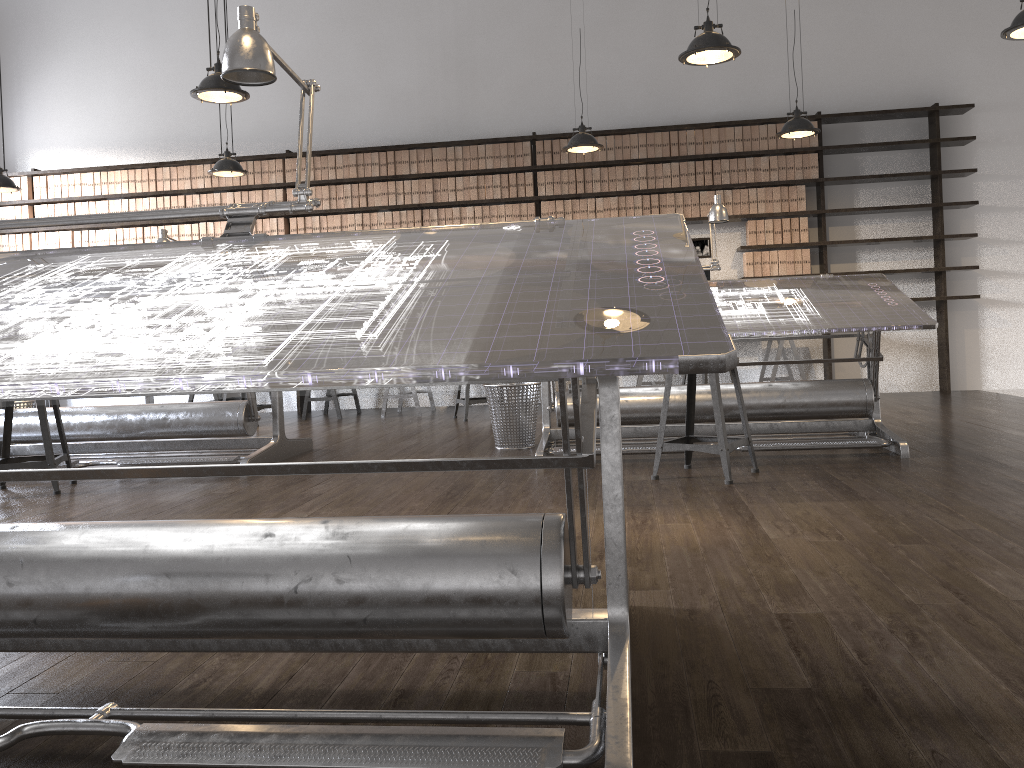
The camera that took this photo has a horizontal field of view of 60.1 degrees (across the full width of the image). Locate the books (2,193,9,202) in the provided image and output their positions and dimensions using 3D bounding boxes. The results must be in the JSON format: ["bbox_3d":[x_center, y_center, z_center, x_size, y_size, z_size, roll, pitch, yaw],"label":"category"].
[{"bbox_3d":[-4.920,-1.893,8.692,0.066,0.225,0.174,-2,1,7],"label":"books"}]

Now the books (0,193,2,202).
[{"bbox_3d":[-4.990,-1.890,8.697,0.066,0.225,0.174,-2,1,7],"label":"books"}]

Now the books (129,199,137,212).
[{"bbox_3d":[-3.603,-1.658,8.526,0.066,0.225,0.175,-2,1,7],"label":"books"}]

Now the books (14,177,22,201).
[{"bbox_3d":[-4.782,-1.898,8.668,0.067,0.226,0.175,-2,1,7],"label":"books"}]

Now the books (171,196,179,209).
[{"bbox_3d":[-3.184,-1.673,8.474,0.066,0.225,0.175,-2,1,7],"label":"books"}]

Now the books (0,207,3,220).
[{"bbox_3d":[-4.970,-1.613,8.697,0.066,0.225,0.175,-2,1,7],"label":"books"}]

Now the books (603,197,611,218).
[{"bbox_3d":[0.857,-1.552,7.965,0.066,0.225,0.175,-2,1,7],"label":"books"}]

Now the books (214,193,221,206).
[{"bbox_3d":[-2.759,-1.688,8.414,0.067,0.226,0.175,-2,1,7],"label":"books"}]

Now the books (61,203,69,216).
[{"bbox_3d":[-4.299,-1.632,8.615,0.066,0.225,0.175,-2,1,7],"label":"books"}]

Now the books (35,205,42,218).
[{"bbox_3d":[-4.570,-1.622,8.646,0.066,0.225,0.174,-2,1,7],"label":"books"}]

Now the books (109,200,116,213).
[{"bbox_3d":[-3.807,-1.650,8.551,0.066,0.225,0.175,-2,1,7],"label":"books"}]

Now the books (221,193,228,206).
[{"bbox_3d":[-2.692,-1.691,8.410,0.066,0.225,0.175,-2,1,7],"label":"books"}]

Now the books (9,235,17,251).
[{"bbox_3d":[-4.840,-1.345,8.686,0.066,0.225,0.175,-2,1,7],"label":"books"}]

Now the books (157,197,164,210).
[{"bbox_3d":[-3.322,-1.668,8.485,0.067,0.226,0.175,-2,1,7],"label":"books"}]

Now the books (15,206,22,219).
[{"bbox_3d":[-4.774,-1.621,8.675,0.066,0.225,0.175,-2,1,7],"label":"books"}]

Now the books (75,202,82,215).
[{"bbox_3d":[-4.151,-1.638,8.597,0.066,0.225,0.175,-2,1,7],"label":"books"}]

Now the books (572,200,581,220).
[{"bbox_3d":[0.584,-1.542,8.001,0.066,0.225,0.174,-2,1,7],"label":"books"}]

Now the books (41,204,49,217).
[{"bbox_3d":[-4.499,-1.625,8.634,0.066,0.225,0.175,-2,1,7],"label":"books"}]

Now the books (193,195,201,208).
[{"bbox_3d":[-2.966,-1.681,8.442,0.066,0.225,0.174,-2,1,7],"label":"books"}]

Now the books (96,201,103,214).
[{"bbox_3d":[-3.940,-1.646,8.569,0.066,0.225,0.175,-2,1,7],"label":"books"}]

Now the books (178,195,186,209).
[{"bbox_3d":[-3.111,-1.676,8.460,0.067,0.226,0.175,-2,1,7],"label":"books"}]

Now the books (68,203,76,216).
[{"bbox_3d":[-4.226,-1.635,8.600,0.067,0.226,0.175,-2,1,7],"label":"books"}]

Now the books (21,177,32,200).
[{"bbox_3d":[-4.710,-1.900,8.661,0.066,0.225,0.175,-2,1,7],"label":"books"}]

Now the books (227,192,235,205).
[{"bbox_3d":[-2.630,-1.693,8.401,0.066,0.225,0.175,-2,1,7],"label":"books"}]

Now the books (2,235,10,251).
[{"bbox_3d":[-4.911,-1.342,8.690,0.066,0.225,0.174,-2,1,7],"label":"books"}]

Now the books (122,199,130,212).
[{"bbox_3d":[-3.674,-1.655,8.531,0.067,0.226,0.175,-2,1,7],"label":"books"}]

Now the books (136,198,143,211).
[{"bbox_3d":[-3.534,-1.660,8.519,0.066,0.225,0.174,-2,1,7],"label":"books"}]

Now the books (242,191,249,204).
[{"bbox_3d":[-2.488,-1.699,8.385,0.066,0.225,0.175,-2,1,7],"label":"books"}]

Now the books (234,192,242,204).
[{"bbox_3d":[-2.558,-1.696,8.390,0.067,0.226,0.175,-2,1,7],"label":"books"}]

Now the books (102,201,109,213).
[{"bbox_3d":[-3.874,-1.648,8.555,0.067,0.226,0.175,-2,1,7],"label":"books"}]

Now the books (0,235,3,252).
[{"bbox_3d":[-4.981,-1.339,8.703,0.066,0.225,0.174,-2,1,7],"label":"books"}]

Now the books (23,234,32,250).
[{"bbox_3d":[-4.693,-1.350,8.667,0.066,0.225,0.175,-2,1,7],"label":"books"}]

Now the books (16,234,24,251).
[{"bbox_3d":[-4.767,-1.347,8.671,0.067,0.226,0.175,-2,1,7],"label":"books"}]

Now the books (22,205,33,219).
[{"bbox_3d":[-4.704,-1.623,8.666,0.066,0.225,0.174,-2,1,7],"label":"books"}]

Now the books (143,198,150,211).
[{"bbox_3d":[-3.465,-1.663,8.507,0.066,0.225,0.174,-2,1,7],"label":"books"}]

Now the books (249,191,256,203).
[{"bbox_3d":[-2.419,-1.701,8.378,0.066,0.225,0.174,-2,1,7],"label":"books"}]

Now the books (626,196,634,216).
[{"bbox_3d":[1.061,-1.560,7.940,0.066,0.225,0.174,-2,1,7],"label":"books"}]

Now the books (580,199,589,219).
[{"bbox_3d":[0.653,-1.545,7.991,0.066,0.225,0.175,-2,1,7],"label":"books"}]

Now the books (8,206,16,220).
[{"bbox_3d":[-4.842,-1.618,8.677,0.067,0.226,0.175,-2,1,7],"label":"books"}]

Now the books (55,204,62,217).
[{"bbox_3d":[-4.364,-1.630,8.621,0.066,0.225,0.175,-2,1,7],"label":"books"}]

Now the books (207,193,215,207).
[{"bbox_3d":[-2.825,-1.686,8.428,0.066,0.225,0.175,-2,1,7],"label":"books"}]

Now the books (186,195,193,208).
[{"bbox_3d":[-3.036,-1.679,8.456,0.066,0.225,0.175,-2,1,7],"label":"books"}]

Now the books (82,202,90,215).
[{"bbox_3d":[-4.081,-1.640,8.583,0.066,0.225,0.174,-2,1,7],"label":"books"}]

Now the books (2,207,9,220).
[{"bbox_3d":[-4.908,-1.616,8.690,0.066,0.225,0.175,-2,1,7],"label":"books"}]

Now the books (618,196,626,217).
[{"bbox_3d":[0.990,-1.557,7.949,0.066,0.225,0.175,-2,1,7],"label":"books"}]

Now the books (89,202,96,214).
[{"bbox_3d":[-4.010,-1.643,8.578,0.066,0.225,0.174,-2,1,7],"label":"books"}]

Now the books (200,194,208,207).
[{"bbox_3d":[-2.895,-1.684,8.437,0.066,0.225,0.174,-2,1,7],"label":"books"}]

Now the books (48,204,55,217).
[{"bbox_3d":[-4.427,-1.627,8.625,0.067,0.226,0.175,-2,1,7],"label":"books"}]

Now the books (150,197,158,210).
[{"bbox_3d":[-3.394,-1.665,8.494,0.066,0.225,0.175,-2,1,7],"label":"books"}]

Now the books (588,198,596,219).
[{"bbox_3d":[0.723,-1.547,7.978,0.067,0.226,0.175,-2,1,7],"label":"books"}]

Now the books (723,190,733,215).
[{"bbox_3d":[1.904,-1.590,7.831,0.066,0.225,0.174,-2,1,7],"label":"books"}]

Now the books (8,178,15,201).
[{"bbox_3d":[-4.851,-1.895,8.681,0.066,0.225,0.175,-2,1,7],"label":"books"}]
